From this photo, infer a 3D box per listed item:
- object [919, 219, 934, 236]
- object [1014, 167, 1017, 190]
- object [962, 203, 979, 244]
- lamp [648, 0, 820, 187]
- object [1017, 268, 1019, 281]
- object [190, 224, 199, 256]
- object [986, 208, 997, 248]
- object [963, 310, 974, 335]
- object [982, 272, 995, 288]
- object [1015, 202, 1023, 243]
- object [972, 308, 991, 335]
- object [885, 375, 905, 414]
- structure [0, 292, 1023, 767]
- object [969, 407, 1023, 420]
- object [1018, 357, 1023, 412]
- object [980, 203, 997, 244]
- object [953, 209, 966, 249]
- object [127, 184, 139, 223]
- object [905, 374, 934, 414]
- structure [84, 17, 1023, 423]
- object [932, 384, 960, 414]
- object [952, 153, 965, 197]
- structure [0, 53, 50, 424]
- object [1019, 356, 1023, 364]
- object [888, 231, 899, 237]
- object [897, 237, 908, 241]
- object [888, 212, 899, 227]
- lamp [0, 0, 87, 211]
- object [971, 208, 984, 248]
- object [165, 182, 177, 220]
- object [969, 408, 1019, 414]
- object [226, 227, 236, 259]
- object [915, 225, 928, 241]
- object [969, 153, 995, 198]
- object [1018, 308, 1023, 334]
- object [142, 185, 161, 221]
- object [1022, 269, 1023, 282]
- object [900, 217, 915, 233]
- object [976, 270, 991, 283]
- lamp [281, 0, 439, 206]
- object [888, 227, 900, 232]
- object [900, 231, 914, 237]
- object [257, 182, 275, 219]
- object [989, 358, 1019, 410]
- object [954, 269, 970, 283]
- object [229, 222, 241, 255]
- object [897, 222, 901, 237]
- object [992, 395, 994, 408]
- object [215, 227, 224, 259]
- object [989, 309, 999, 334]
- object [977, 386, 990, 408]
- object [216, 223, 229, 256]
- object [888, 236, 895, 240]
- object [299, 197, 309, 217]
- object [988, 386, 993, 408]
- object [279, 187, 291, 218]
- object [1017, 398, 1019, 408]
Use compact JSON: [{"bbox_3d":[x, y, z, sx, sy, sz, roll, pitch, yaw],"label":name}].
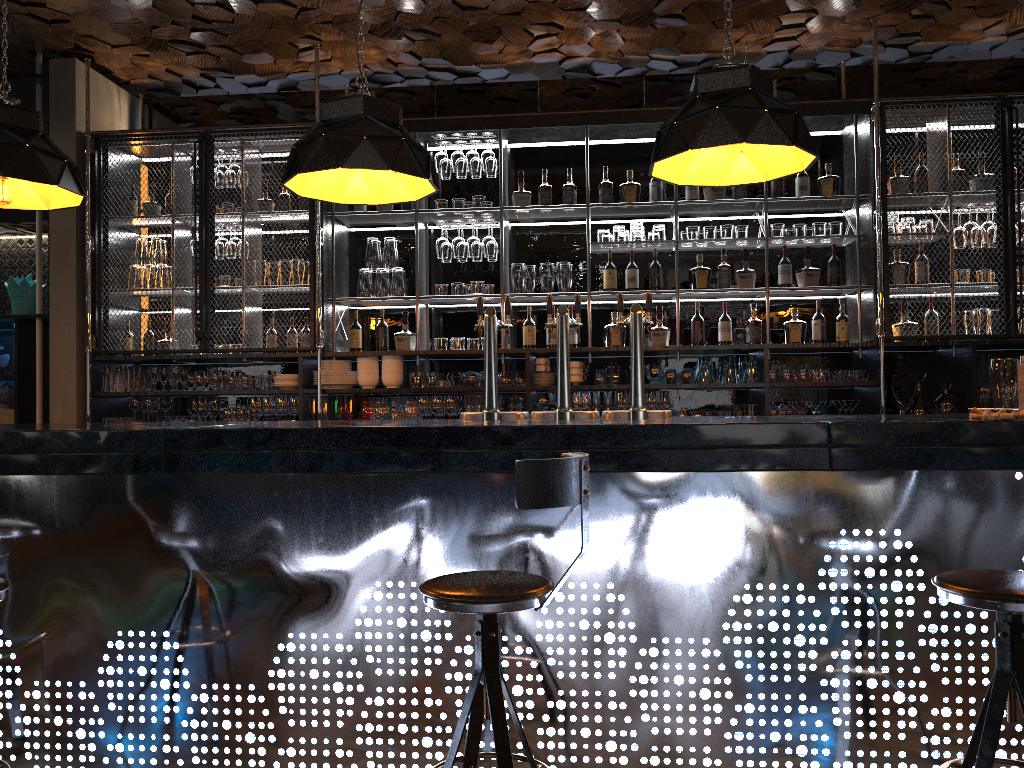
[{"bbox_3d":[2.632,-0.993,5.633,0.089,0.092,0.089,0,-1,-34],"label":"object"},{"bbox_3d":[3.159,-1.340,5.655,0.083,0.282,0.083,-1,-1,-10],"label":"object"},{"bbox_3d":[2.885,-1.008,5.582,0.092,0.244,0.092,-1,-1,0],"label":"object"},{"bbox_3d":[0.781,-1.565,3.221,0.582,1.564,0.607,-1,-1,5],"label":"lamp"},{"bbox_3d":[3.131,-0.676,5.556,0.089,0.092,0.089,0,-1,-10],"label":"object"},{"bbox_3d":[-2.158,-0.985,6.069,0.081,0.213,0.081,-1,-1,11],"label":"object"},{"bbox_3d":[3.109,-1.008,5.727,0.092,0.244,0.092,-1,-1,0],"label":"object"},{"bbox_3d":[2.949,-0.364,5.680,0.105,0.209,0.105,-1,-1,-10],"label":"object"},{"bbox_3d":[3.074,-0.672,5.735,0.089,0.092,0.089,0,-1,-19],"label":"object"},{"bbox_3d":[3.197,-1.013,5.553,0.092,0.244,0.092,-1,-1,0],"label":"object"},{"bbox_3d":[2.945,-0.366,5.565,0.105,0.209,0.105,-1,-1,-10],"label":"object"},{"bbox_3d":[2.392,0.100,5.613,0.186,0.307,0.186,-1,-1,11],"label":"object"},{"bbox_3d":[-0.018,0.457,3.245,6.009,1.685,1.214,-1,-1,5],"label":"structure"},{"bbox_3d":[1.524,0.094,2.754,0.198,0.045,0.377,-2,-2,44],"label":"object"},{"bbox_3d":[1.880,-0.061,2.820,0.340,0.332,0.464,-1,-1,9],"label":"object"},{"bbox_3d":[2.995,-1.010,5.572,0.092,0.244,0.092,-1,-1,0],"label":"object"},{"bbox_3d":[2.901,-1.005,5.746,0.092,0.244,0.092,-1,-1,0],"label":"object"},{"bbox_3d":[-2.661,-1.270,6.230,0.075,0.260,0.075,0,-1,-36],"label":"object"},{"bbox_3d":[2.569,0.095,5.596,0.170,0.313,0.170,-1,-1,0],"label":"object"},{"bbox_3d":[0.500,-0.431,5.701,6.750,3.553,1.143,-1,-1,5],"label":"structure"},{"bbox_3d":[2.704,0.124,5.526,0.158,0.248,0.158,-1,-1,0],"label":"object"},{"bbox_3d":[2.847,-1.335,5.684,0.083,0.282,0.083,-1,-1,5],"label":"object"},{"bbox_3d":[-5.159,-0.435,6.416,4.269,3.734,0.705,-1,-1,5],"label":"structure"},{"bbox_3d":[1.873,0.004,3.174,0.105,0.209,0.105,0,-1,-20],"label":"object"},{"bbox_3d":[2.417,-0.991,5.641,0.089,0.092,0.089,-1,-1,31],"label":"object"},{"bbox_3d":[2.571,-0.989,5.810,0.089,0.092,0.089,0,-1,-34],"label":"object"},{"bbox_3d":[2.416,-1.039,5.642,0.089,0.092,0.089,-1,-1,31],"label":"object"},{"bbox_3d":[-1.995,-1.500,3.473,0.582,1.606,0.607,-1,-1,5],"label":"lamp"},{"bbox_3d":[3.010,-1.007,5.736,0.092,0.244,0.092,-1,-1,0],"label":"object"},{"bbox_3d":[-2.373,-1.275,6.178,0.075,0.261,0.075,0,-1,-36],"label":"object"},{"bbox_3d":[1.917,0.100,3.281,0.273,0.019,0.437,-1,-1,5],"label":"object"},{"bbox_3d":[-1.963,-0.985,6.196,0.081,0.213,0.081,-1,-1,11],"label":"object"},{"bbox_3d":[2.670,-0.991,5.794,0.089,0.092,0.089,-1,-1,31],"label":"object"},{"bbox_3d":[3.002,-1.335,5.671,0.123,0.279,0.123,-1,-1,9],"label":"object"},{"bbox_3d":[3.173,-0.370,5.547,0.105,0.209,0.105,-1,-1,-10],"label":"object"},{"bbox_3d":[-2.509,-1.263,6.176,0.108,0.244,0.108,-1,-1,-6],"label":"object"},{"bbox_3d":[3.234,-0.677,5.592,0.089,0.092,0.089,0,-1,-10],"label":"object"},{"bbox_3d":[2.523,-1.012,5.656,0.089,0.092,0.089,-1,-1,31],"label":"object"},{"bbox_3d":[2.994,-0.673,5.630,0.089,0.092,0.089,-1,-1,6],"label":"object"},{"bbox_3d":[-0.596,-1.543,3.469,0.582,1.564,0.607,-1,-1,5],"label":"lamp"},{"bbox_3d":[2.417,-1.013,5.641,0.089,0.092,0.089,-1,-1,31],"label":"object"},{"bbox_3d":[2.524,-0.992,5.656,0.089,0.092,0.089,-1,-1,31],"label":"object"},{"bbox_3d":[-1.698,-1.269,6.113,0.108,0.244,0.108,-1,-1,-6],"label":"object"},{"bbox_3d":[1.891,0.008,3.402,0.105,0.209,0.105,-1,-1,30],"label":"object"},{"bbox_3d":[2.836,-0.672,5.588,0.089,0.092,0.089,0,-1,-10],"label":"object"},{"bbox_3d":[-1.886,-0.989,6.044,0.081,0.213,0.081,-1,-1,11],"label":"object"},{"bbox_3d":[2.570,-1.009,5.810,0.089,0.092,0.089,-1,-1,-9],"label":"object"},{"bbox_3d":[2.987,0.127,5.431,0.079,0.231,0.079,-1,-1,2],"label":"object"},{"bbox_3d":[-2.049,-0.984,6.204,0.081,0.213,0.081,-1,-1,11],"label":"object"},{"bbox_3d":[3.071,-0.367,5.616,0.105,0.209,0.105,-1,-1,-10],"label":"object"},{"bbox_3d":[2.885,0.129,5.439,0.079,0.231,0.079,-2,-2,41],"label":"object"},{"bbox_3d":[-1.976,-0.988,6.052,0.081,0.213,0.081,-1,-1,11],"label":"object"},{"bbox_3d":[2.452,-0.988,5.782,0.089,0.092,0.089,-1,-1,29],"label":"object"},{"bbox_3d":[-1.417,-1.275,6.085,0.073,0.246,0.072,-1,-1,20],"label":"object"},{"bbox_3d":[2.965,0.129,5.522,0.079,0.231,0.079,0,-1,-15],"label":"object"},{"bbox_3d":[-1.561,-1.273,6.099,0.073,0.246,0.072,-1,-1,-10],"label":"object"},{"bbox_3d":[3.070,0.126,5.426,0.079,0.231,0.079,0,-1,-18],"label":"object"}]
